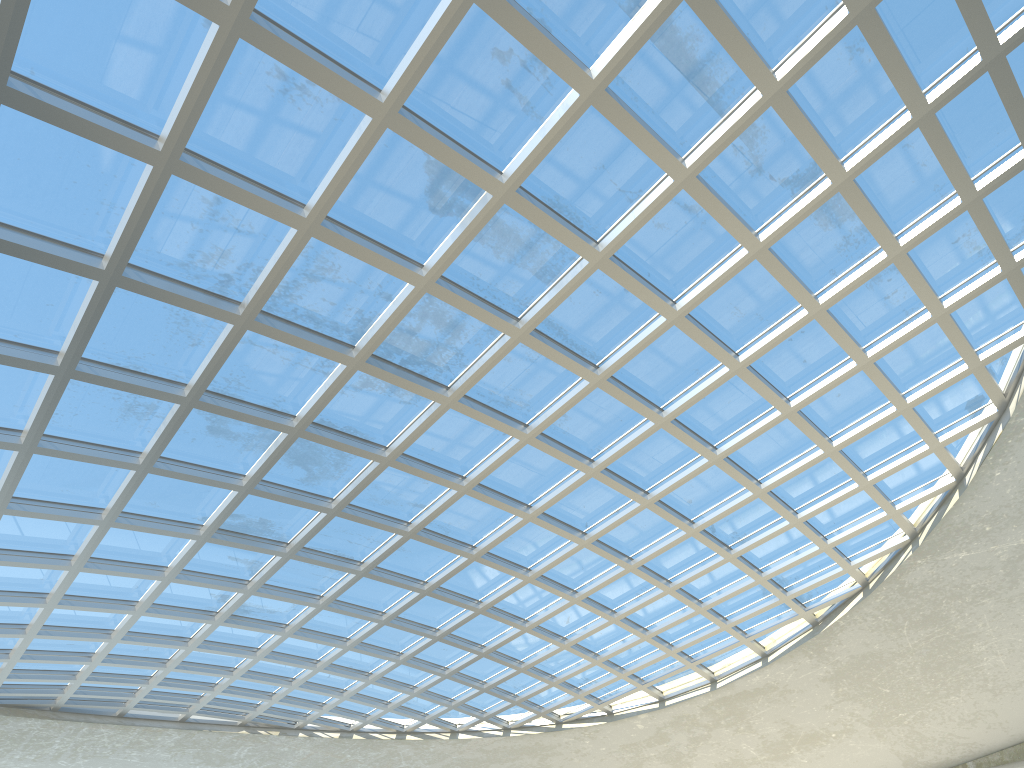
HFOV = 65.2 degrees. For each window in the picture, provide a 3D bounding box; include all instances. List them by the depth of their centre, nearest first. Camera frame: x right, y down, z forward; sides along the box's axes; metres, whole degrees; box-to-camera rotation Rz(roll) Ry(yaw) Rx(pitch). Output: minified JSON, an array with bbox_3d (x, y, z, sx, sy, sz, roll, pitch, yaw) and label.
[{"bbox_3d":[-8.489,12.398,50.218,83.955,9.522,87.224,26,-48,-34],"label":"window"}]
